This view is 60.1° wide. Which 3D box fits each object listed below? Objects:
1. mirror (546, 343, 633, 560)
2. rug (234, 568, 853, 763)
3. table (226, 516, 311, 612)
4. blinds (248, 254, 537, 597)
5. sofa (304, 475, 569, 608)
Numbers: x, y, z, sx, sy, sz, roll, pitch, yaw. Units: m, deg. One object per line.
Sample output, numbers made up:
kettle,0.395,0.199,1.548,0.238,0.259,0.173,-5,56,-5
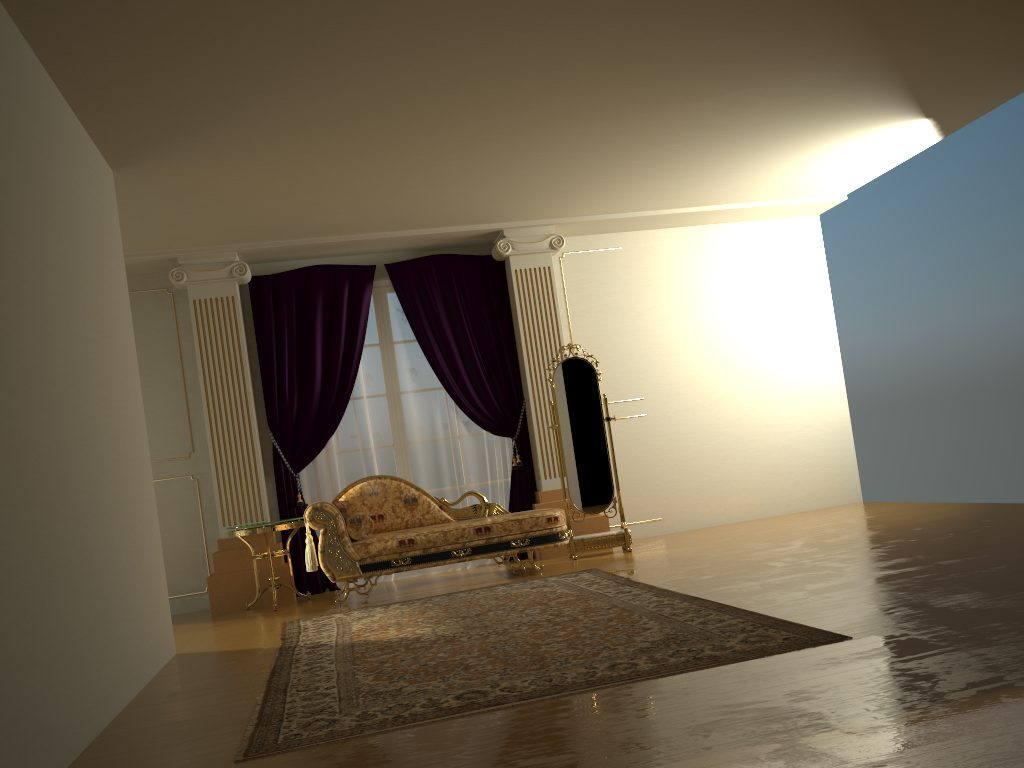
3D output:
mirror,0.579,0.512,7.003,0.541,1.695,0.243,-8,-2,-2
rug,-0.133,1.208,4.410,2.113,0.017,3.097,-7,-6,-12
table,-1.779,1.342,6.562,0.574,0.641,0.570,-10,-4,33
blinds,-0.932,0.287,7.381,2.231,2.646,0.340,-7,-2,-11
sofa,-0.543,1.034,6.429,1.889,0.869,0.697,-7,-3,-12
